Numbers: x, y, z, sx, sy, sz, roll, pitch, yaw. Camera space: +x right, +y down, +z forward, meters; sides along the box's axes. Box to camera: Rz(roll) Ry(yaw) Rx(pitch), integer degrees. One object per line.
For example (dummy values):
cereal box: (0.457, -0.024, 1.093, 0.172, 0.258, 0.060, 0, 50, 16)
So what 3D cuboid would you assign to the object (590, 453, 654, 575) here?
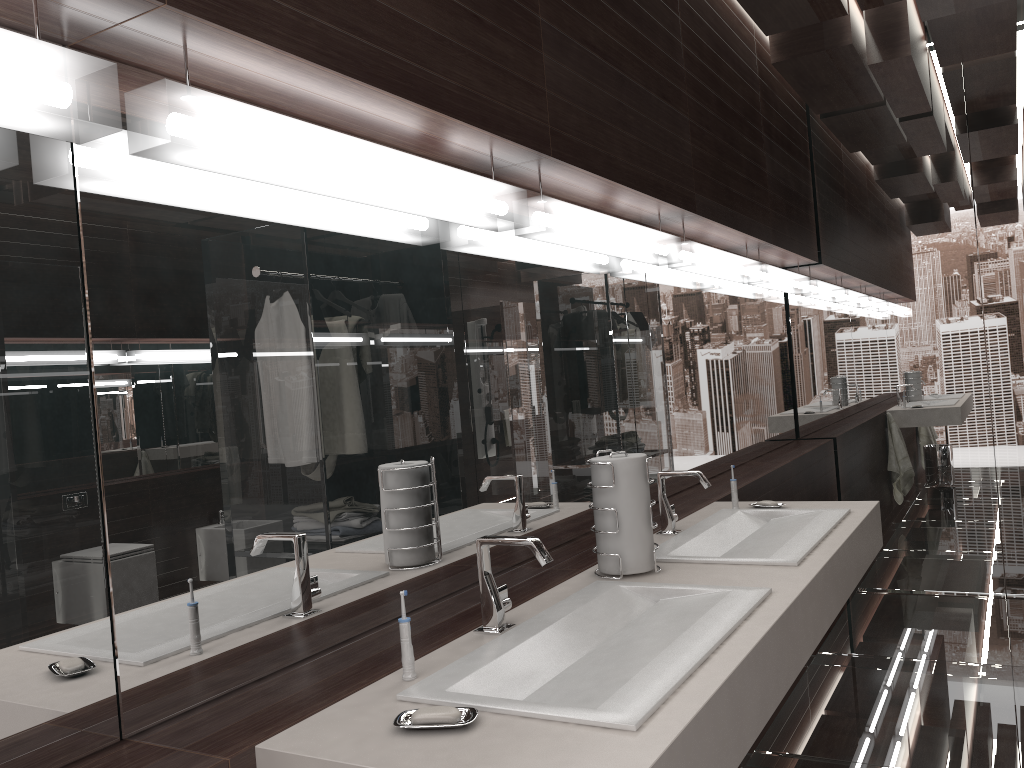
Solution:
object: (0.239, 0.278, 1.916, 0.124, 0.246, 0.128, -5, 0, 11)

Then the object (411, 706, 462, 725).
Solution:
object: (-0.097, 0.424, 1.132, 0.066, 0.016, 0.035, -5, 0, 6)

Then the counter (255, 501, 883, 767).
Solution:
counter: (0.376, 0.462, 1.841, 0.488, 0.131, 1.954, -5, 0, 30)

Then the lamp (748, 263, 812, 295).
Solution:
lamp: (1.285, -0.492, 4.222, 0.082, 0.082, 0.950, -5, 0, 30)

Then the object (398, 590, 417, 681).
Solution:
object: (-0.158, 0.375, 1.325, 0.022, 0.132, 0.022, -5, 0, 12)

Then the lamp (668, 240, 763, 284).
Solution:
lamp: (0.787, -0.449, 3.346, 0.082, 0.082, 0.950, -5, 0, 30)

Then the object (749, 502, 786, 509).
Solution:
object: (0.750, 0.359, 2.605, 0.065, 0.011, 0.108, -5, 0, -39)

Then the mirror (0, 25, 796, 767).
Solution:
mirror: (1.990, -0.199, 1.482, 4.126, 0.916, 5.081, -5, 0, 30)

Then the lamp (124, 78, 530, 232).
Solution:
lamp: (-0.234, -0.363, 1.553, 0.082, 0.082, 0.950, -5, 0, 30)

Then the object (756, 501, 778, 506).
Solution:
object: (0.749, 0.352, 2.604, 0.035, 0.016, 0.066, -5, 0, -41)

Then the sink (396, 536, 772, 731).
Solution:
sink: (0.126, 0.351, 1.461, 0.427, 0.193, 0.681, -5, 0, 30)

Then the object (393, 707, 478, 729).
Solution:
object: (-0.097, 0.430, 1.133, 0.108, 0.011, 0.065, -5, 0, 8)

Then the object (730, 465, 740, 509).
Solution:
object: (0.656, 0.306, 2.622, 0.022, 0.132, 0.022, -5, 0, -23)

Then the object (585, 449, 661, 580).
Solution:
object: (0.237, 0.277, 1.924, 0.145, 0.261, 0.136, -5, 0, -17)

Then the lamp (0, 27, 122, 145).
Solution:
lamp: (-0.738, -0.320, 0.667, 0.082, 0.082, 0.950, -5, 0, 30)

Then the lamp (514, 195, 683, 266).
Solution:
lamp: (0.274, -0.406, 2.445, 0.082, 0.082, 0.950, -5, 0, 30)

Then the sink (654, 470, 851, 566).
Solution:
sink: (0.570, 0.313, 2.241, 0.427, 0.193, 0.681, -5, 0, 30)
